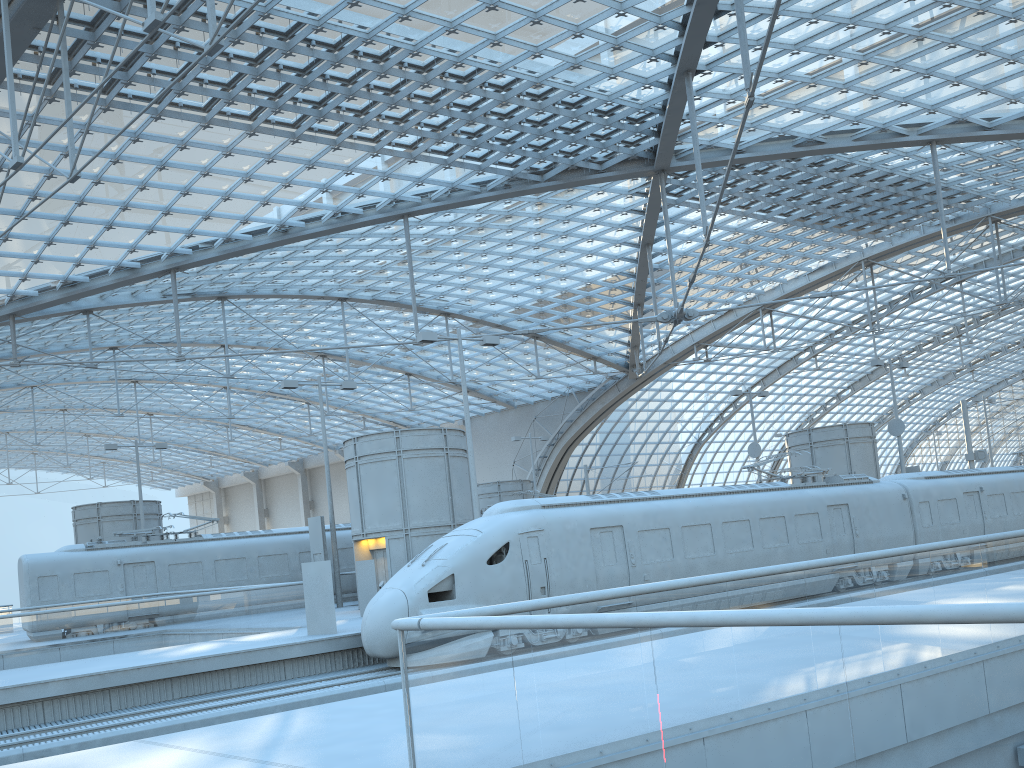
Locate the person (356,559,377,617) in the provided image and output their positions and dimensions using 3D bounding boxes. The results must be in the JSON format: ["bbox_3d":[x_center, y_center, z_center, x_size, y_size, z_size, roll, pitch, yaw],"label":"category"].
[{"bbox_3d":[-4.028,5.721,24.515,0.717,1.602,0.001,-8,-4,34],"label":"person"}]

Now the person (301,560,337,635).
[{"bbox_3d":[-4.380,4.891,19.994,0.882,1.695,0.001,-8,-4,29],"label":"person"}]
